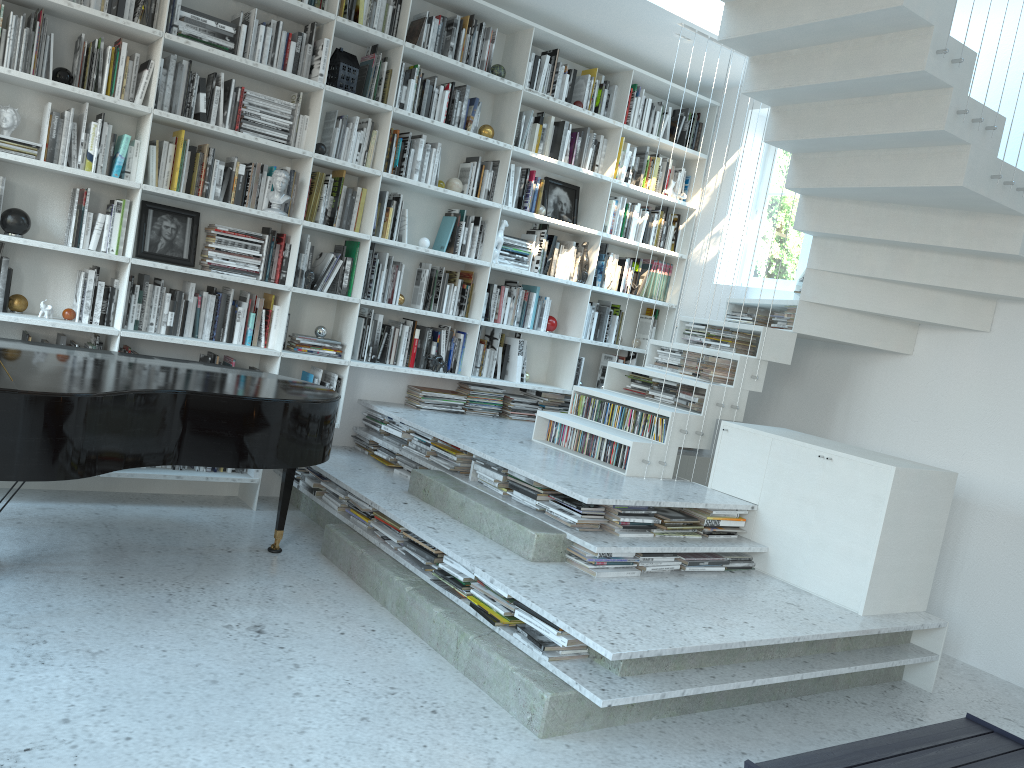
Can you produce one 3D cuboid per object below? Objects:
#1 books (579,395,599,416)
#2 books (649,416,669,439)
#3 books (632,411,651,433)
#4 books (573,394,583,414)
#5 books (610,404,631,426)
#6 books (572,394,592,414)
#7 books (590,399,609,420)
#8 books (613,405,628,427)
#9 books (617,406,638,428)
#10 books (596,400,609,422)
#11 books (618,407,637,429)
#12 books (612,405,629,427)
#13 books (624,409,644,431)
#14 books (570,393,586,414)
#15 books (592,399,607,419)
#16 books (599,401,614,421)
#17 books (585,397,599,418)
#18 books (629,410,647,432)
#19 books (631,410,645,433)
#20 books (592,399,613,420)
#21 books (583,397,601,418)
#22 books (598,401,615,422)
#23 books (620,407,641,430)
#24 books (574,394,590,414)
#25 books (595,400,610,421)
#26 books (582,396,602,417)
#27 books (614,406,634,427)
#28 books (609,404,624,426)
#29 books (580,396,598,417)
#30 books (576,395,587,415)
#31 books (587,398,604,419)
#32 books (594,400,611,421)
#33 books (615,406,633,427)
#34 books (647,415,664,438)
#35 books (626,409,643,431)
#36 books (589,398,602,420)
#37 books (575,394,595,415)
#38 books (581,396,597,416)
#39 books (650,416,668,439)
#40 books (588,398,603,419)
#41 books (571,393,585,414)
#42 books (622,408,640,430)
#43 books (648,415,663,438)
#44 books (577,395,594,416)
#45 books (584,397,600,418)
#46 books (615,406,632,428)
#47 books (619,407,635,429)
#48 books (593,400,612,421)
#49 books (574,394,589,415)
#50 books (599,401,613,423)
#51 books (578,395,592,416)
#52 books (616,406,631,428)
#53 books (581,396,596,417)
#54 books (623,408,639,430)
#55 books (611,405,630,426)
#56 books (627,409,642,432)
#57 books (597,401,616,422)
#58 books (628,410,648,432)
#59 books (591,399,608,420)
[{"bbox_3d":[0.456,0.135,5.262,0.125,0.125,0.012,7,6,-36],"label":"books"},{"bbox_3d":[0.794,0.237,4.774,0.125,0.125,0.008,7,6,-36],"label":"books"},{"bbox_3d":[0.720,0.214,4.881,0.125,0.125,0.009,7,6,-36],"label":"books"},{"bbox_3d":[0.426,0.126,5.307,0.125,0.125,0.008,7,6,-36],"label":"books"},{"bbox_3d":[0.615,0.183,5.032,0.125,0.125,0.007,7,6,-36],"label":"books"},{"bbox_3d":[0.421,0.125,5.313,0.125,0.125,0.009,7,6,-36],"label":"books"},{"bbox_3d":[0.515,0.153,5.177,0.125,0.125,0.009,7,6,-36],"label":"books"},{"bbox_3d":[0.630,0.187,5.012,0.125,0.125,0.008,7,6,-36],"label":"books"},{"bbox_3d":[0.651,0.193,4.982,0.125,0.125,0.007,7,6,-36],"label":"books"},{"bbox_3d":[0.546,0.162,5.133,0.125,0.125,0.007,7,6,-36],"label":"books"},{"bbox_3d":[0.655,0.195,4.976,0.125,0.125,0.008,7,6,-36],"label":"books"},{"bbox_3d":[0.624,0.186,5.020,0.125,0.125,0.010,7,6,-36],"label":"books"},{"bbox_3d":[0.684,0.204,4.934,0.125,0.125,0.016,7,6,-36],"label":"books"},{"bbox_3d":[0.412,0.122,5.326,0.125,0.125,0.008,7,6,-36],"label":"books"},{"bbox_3d":[0.524,0.156,5.164,0.125,0.125,0.008,7,6,-36],"label":"books"},{"bbox_3d":[0.558,0.166,5.115,0.125,0.125,0.008,7,6,-36],"label":"books"},{"bbox_3d":[0.490,0.145,5.214,0.125,0.125,0.010,7,6,-36],"label":"books"},{"bbox_3d":[0.707,0.210,4.901,0.125,0.125,0.012,7,6,-36],"label":"books"},{"bbox_3d":[0.712,0.212,4.893,0.125,0.125,0.018,7,6,-36],"label":"books"},{"bbox_3d":[0.528,0.157,5.158,0.125,0.125,0.008,7,6,-36],"label":"books"},{"bbox_3d":[0.480,0.142,5.228,0.125,0.125,0.008,7,6,-36],"label":"books"},{"bbox_3d":[0.554,0.165,5.121,0.125,0.125,0.007,7,6,-36],"label":"books"},{"bbox_3d":[0.666,0.198,4.959,0.125,0.125,0.009,7,6,-36],"label":"books"},{"bbox_3d":[0.430,0.127,5.300,0.125,0.125,0.007,7,6,-36],"label":"books"},{"bbox_3d":[0.542,0.161,5.139,0.125,0.125,0.008,7,6,-36],"label":"books"},{"bbox_3d":[0.476,0.141,5.234,0.125,0.125,0.007,7,6,-36],"label":"books"},{"bbox_3d":[0.634,0.189,5.006,0.125,0.125,0.008,7,6,-36],"label":"books"},{"bbox_3d":[0.611,0.182,5.039,0.125,0.125,0.007,7,6,-36],"label":"books"},{"bbox_3d":[0.463,0.137,5.253,0.125,0.125,0.008,7,6,-36],"label":"books"},{"bbox_3d":[0.442,0.131,5.282,0.125,0.125,0.007,7,6,-36],"label":"books"},{"bbox_3d":[0.502,0.149,5.197,0.125,0.125,0.010,7,6,-36],"label":"books"},{"bbox_3d":[0.537,0.159,5.146,0.125,0.125,0.008,7,6,-36],"label":"books"},{"bbox_3d":[0.638,0.190,5.000,0.125,0.125,0.008,7,6,-36],"label":"books"},{"bbox_3d":[0.786,0.234,4.786,0.125,0.125,0.008,7,6,-36],"label":"books"},{"bbox_3d":[0.692,0.206,4.922,0.125,0.125,0.013,7,6,-36],"label":"books"},{"bbox_3d":[0.511,0.152,5.183,0.125,0.125,0.009,7,6,-36],"label":"books"},{"bbox_3d":[0.438,0.130,5.289,0.125,0.125,0.009,7,6,-36],"label":"books"},{"bbox_3d":[0.467,0.139,5.246,0.125,0.125,0.007,7,6,-36],"label":"books"},{"bbox_3d":[0.800,0.238,4.766,0.125,0.125,0.011,7,6,-36],"label":"books"},{"bbox_3d":[0.506,0.150,5.190,0.125,0.125,0.007,7,6,-36],"label":"books"},{"bbox_3d":[0.417,0.123,5.319,0.125,0.125,0.008,7,6,-36],"label":"books"},{"bbox_3d":[0.672,0.200,4.951,0.125,0.125,0.011,7,6,-36],"label":"books"},{"bbox_3d":[0.790,0.235,4.781,0.125,0.125,0.007,7,6,-36],"label":"books"},{"bbox_3d":[0.446,0.132,5.276,0.125,0.125,0.008,7,6,-36],"label":"books"},{"bbox_3d":[0.484,0.144,5.222,0.125,0.125,0.008,7,6,-36],"label":"books"},{"bbox_3d":[0.642,0.191,4.994,0.125,0.125,0.008,7,6,-36],"label":"books"},{"bbox_3d":[0.661,0.197,4.967,0.125,0.125,0.013,7,6,-36],"label":"books"},{"bbox_3d":[0.533,0.158,5.152,0.125,0.125,0.008,7,6,-36],"label":"books"},{"bbox_3d":[0.434,0.129,5.295,0.125,0.125,0.008,7,6,-36],"label":"books"},{"bbox_3d":[0.562,0.167,5.109,0.125,0.125,0.008,7,6,-36],"label":"books"},{"bbox_3d":[0.452,0.134,5.269,0.125,0.125,0.010,7,6,-36],"label":"books"},{"bbox_3d":[0.646,0.192,4.988,0.125,0.125,0.008,7,6,-36],"label":"books"},{"bbox_3d":[0.471,0.140,5.240,0.125,0.125,0.007,7,6,-36],"label":"books"},{"bbox_3d":[0.677,0.201,4.943,0.125,0.125,0.009,7,6,-36],"label":"books"},{"bbox_3d":[0.620,0.184,5.026,0.125,0.125,0.007,7,6,-36],"label":"books"},{"bbox_3d":[0.697,0.207,4.915,0.125,0.125,0.009,7,6,-36],"label":"books"},{"bbox_3d":[0.550,0.163,5.127,0.125,0.125,0.007,7,6,-36],"label":"books"},{"bbox_3d":[0.701,0.209,4.909,0.125,0.125,0.007,7,6,-36],"label":"books"},{"bbox_3d":[0.520,0.154,5.170,0.125,0.125,0.007,7,6,-36],"label":"books"}]
